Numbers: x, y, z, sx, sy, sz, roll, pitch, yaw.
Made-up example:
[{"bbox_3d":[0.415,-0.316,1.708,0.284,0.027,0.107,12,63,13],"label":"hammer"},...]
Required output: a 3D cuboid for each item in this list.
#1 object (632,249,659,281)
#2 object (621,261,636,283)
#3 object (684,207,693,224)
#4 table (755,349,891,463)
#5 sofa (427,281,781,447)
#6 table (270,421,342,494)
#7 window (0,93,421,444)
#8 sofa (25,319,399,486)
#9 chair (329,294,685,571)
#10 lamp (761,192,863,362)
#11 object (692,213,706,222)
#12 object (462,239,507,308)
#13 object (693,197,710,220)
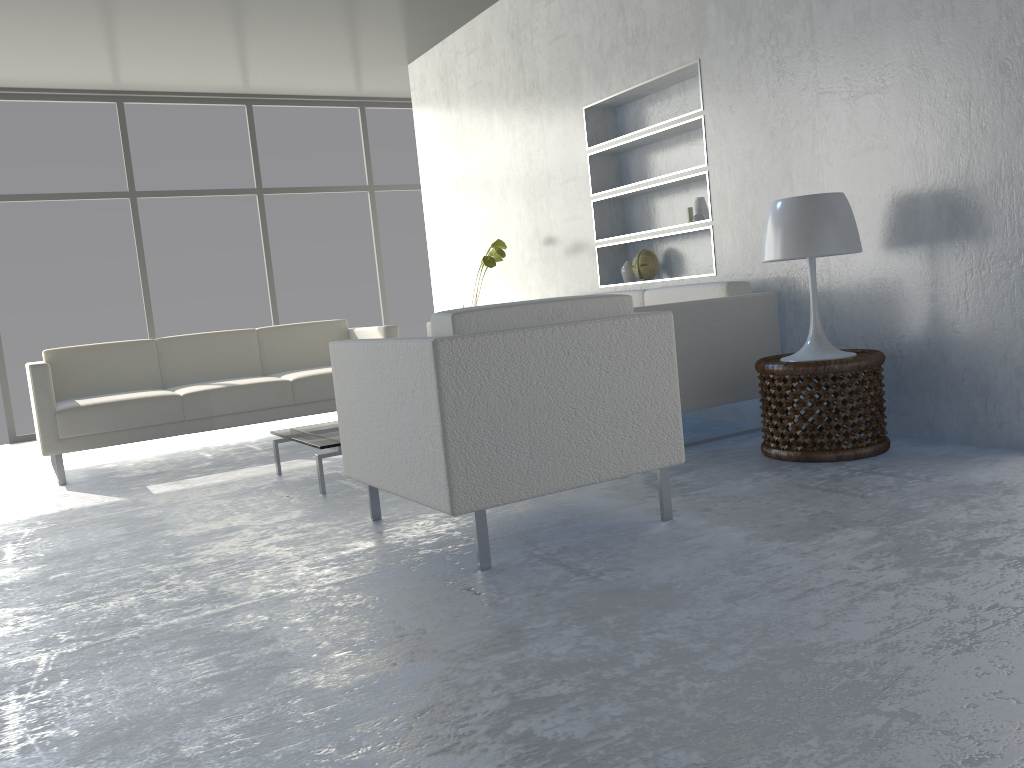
[{"bbox_3d":[0.694,-0.632,4.742,0.088,0.179,0.163,-10,7,-39],"label":"object"},{"bbox_3d":[0.645,-0.614,4.887,0.086,0.128,0.086,-8,6,-18],"label":"object"},{"bbox_3d":[0.886,-0.829,4.404,0.074,0.094,0.074,-3,6,25],"label":"object"},{"bbox_3d":[1.140,0.073,3.266,0.452,0.358,0.452,-2,7,35],"label":"table"},{"bbox_3d":[0.341,-0.112,4.427,0.821,0.658,1.881,-9,6,-29],"label":"sofa"},{"bbox_3d":[-0.569,0.268,3.872,0.773,0.190,0.730,-9,6,-29],"label":"table"},{"bbox_3d":[-1.973,-1.065,7.252,4.080,2.477,0.037,-9,6,-29],"label":"window"},{"bbox_3d":[-1.630,0.032,4.993,1.881,0.658,0.821,-9,6,-29],"label":"sofa"},{"bbox_3d":[-0.044,0.089,2.689,0.748,0.662,0.821,-9,6,-29],"label":"chair"},{"bbox_3d":[1.093,-0.384,3.225,0.347,0.582,0.347,-3,6,29],"label":"lamp"},{"bbox_3d":[0.899,-0.795,4.263,0.064,0.050,0.064,-8,6,-24],"label":"object"},{"bbox_3d":[-0.170,-0.345,5.364,0.387,1.051,0.400,-6,5,-2],"label":"object"},{"bbox_3d":[0.921,-0.844,4.326,0.079,0.130,0.079,-9,6,-31],"label":"object"}]
